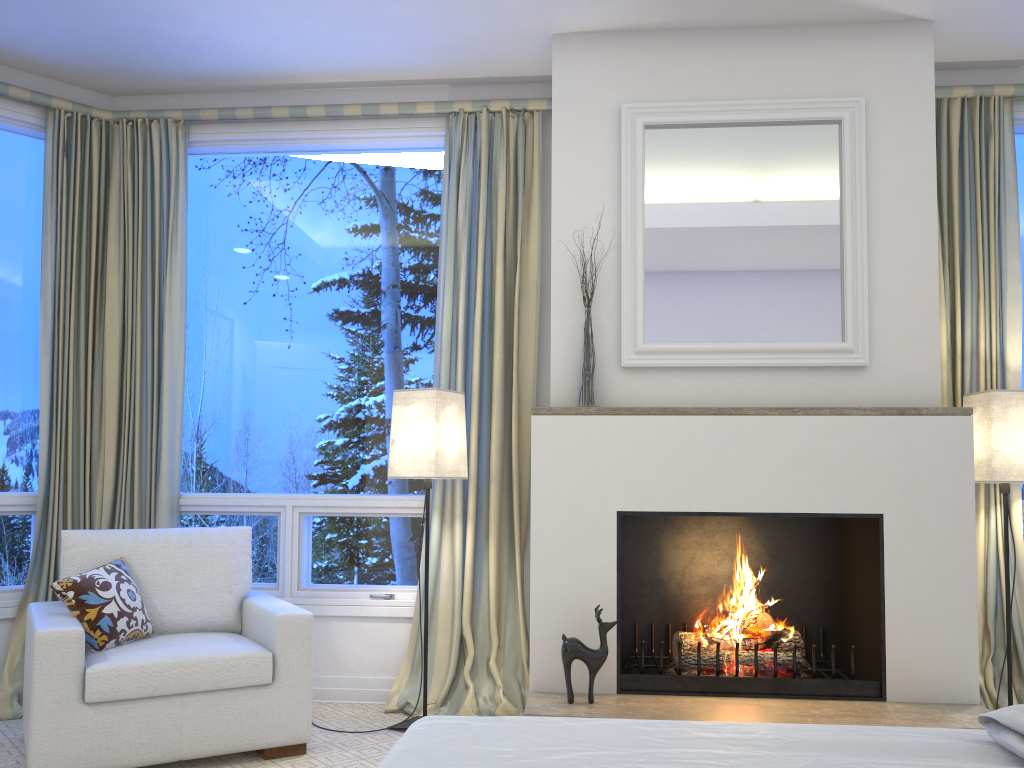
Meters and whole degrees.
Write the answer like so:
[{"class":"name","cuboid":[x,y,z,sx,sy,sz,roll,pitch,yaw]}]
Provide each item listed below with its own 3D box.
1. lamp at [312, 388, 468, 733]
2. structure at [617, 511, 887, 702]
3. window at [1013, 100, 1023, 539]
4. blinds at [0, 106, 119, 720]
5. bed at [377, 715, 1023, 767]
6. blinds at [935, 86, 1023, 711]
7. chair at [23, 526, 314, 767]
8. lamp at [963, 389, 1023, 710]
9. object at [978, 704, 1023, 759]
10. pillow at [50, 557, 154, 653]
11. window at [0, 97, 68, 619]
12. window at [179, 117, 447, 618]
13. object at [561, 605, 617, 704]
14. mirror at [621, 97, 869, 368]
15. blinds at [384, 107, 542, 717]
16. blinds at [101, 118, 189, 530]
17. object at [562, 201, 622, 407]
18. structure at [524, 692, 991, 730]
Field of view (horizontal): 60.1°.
[{"class":"lamp","cuboid":[-0.920,0.642,3.373,1.529,1.202,0.277,-1,-4,17]},{"class":"structure","cuboid":[0.807,0.760,3.174,0.874,0.613,0.477,0,-5,5]},{"class":"window","cuboid":[2.481,-0.078,3.416,1.513,2.020,0.206,0,-3,5]},{"class":"blinds","cuboid":[-1.710,0.067,3.505,0.525,2.363,0.270,4,-5,-41]},{"class":"bed","cuboid":[0.541,0.511,0.382,1.968,0.812,2.028,0,-6,4]},{"class":"blinds","cuboid":[1.757,0.055,3.289,0.480,2.391,0.163,0,-3,5]},{"class":"chair","cuboid":[-1.146,0.840,2.936,0.807,0.704,0.689,3,-6,-30]},{"class":"lamp","cuboid":[2.778,0.656,3.244,2.363,1.203,0.320,1,-4,-6]},{"class":"object","cuboid":[1.044,0.619,0.876,0.913,0.465,0.721,0,-6,1]},{"class":"pillow","cuboid":[-1.297,0.699,2.830,0.187,0.271,0.286,-1,-5,14]},{"class":"window","cuboid":[0.802,-0.127,3.092,6.843,2.020,0.817,0,-4,5]},{"class":"window","cuboid":[-0.800,-0.071,3.700,1.513,2.020,0.206,0,-3,5]},{"class":"object","cuboid":[0.249,0.869,2.839,0.179,0.306,0.097,1,-4,-8]},{"class":"mirror","cuboid":[0.804,-0.528,3.092,0.840,0.937,0.039,0,-3,5]},{"class":"blinds","cuboid":[-0.145,0.069,3.417,0.660,2.360,0.229,0,-3,10]},{"class":"blinds","cuboid":[-1.520,0.073,3.535,0.525,2.360,0.267,1,-3,-2]},{"class":"object","cuboid":[0.275,-0.265,3.047,0.193,0.690,0.189,-2,-4,33]},{"class":"structure","cuboid":[0.770,1.102,2.753,1.454,0.171,0.330,0,-6,5]}]
